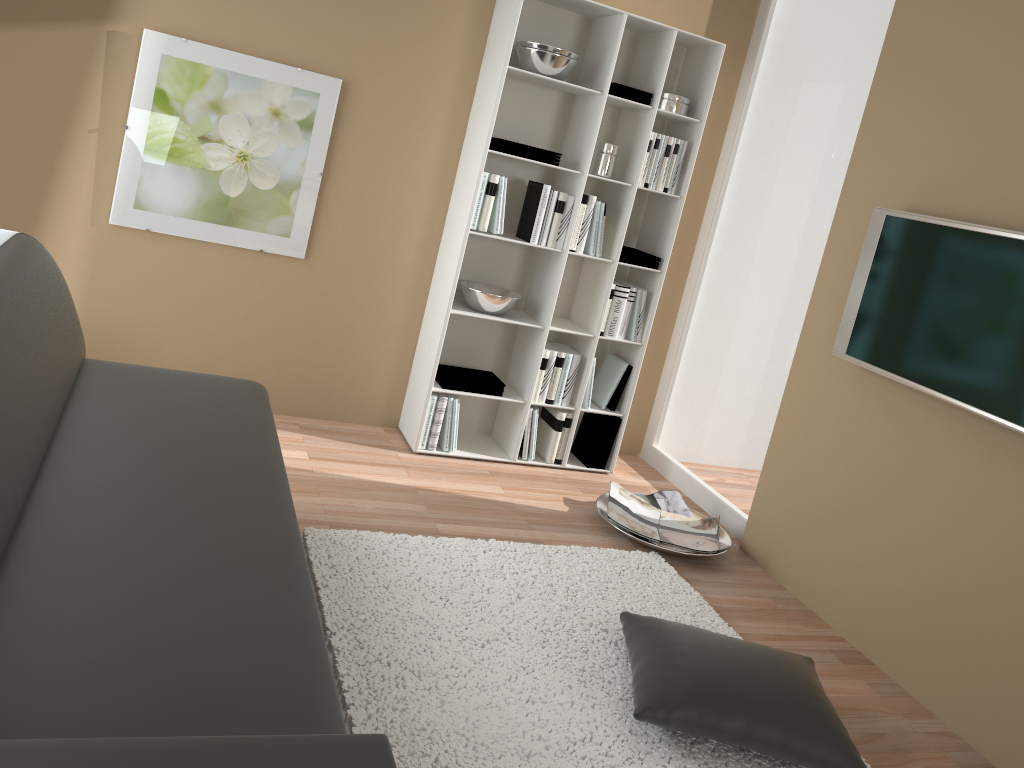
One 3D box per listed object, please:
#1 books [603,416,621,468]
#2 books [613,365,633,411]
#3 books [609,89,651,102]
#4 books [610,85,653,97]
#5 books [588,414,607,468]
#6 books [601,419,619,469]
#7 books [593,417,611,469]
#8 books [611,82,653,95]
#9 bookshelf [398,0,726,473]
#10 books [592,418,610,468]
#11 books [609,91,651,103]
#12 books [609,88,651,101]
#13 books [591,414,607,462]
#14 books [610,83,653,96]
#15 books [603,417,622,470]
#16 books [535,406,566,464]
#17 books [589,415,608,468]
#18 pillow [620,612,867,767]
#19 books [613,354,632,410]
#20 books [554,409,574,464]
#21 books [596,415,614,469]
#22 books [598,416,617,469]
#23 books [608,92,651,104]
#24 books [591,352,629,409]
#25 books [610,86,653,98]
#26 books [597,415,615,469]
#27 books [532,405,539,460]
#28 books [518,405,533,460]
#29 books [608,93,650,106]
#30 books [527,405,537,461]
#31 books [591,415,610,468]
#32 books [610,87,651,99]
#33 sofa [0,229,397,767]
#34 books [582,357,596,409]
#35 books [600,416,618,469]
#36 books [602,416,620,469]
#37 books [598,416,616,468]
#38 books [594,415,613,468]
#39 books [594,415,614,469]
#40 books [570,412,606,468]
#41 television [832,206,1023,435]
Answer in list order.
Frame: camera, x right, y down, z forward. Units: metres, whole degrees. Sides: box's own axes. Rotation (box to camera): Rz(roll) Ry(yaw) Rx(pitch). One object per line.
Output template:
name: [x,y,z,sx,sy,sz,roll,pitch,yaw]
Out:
books: [0.460,0.265,4.449,0.031,0.269,0.225,11,10,-22]
books: [0.517,-0.007,4.444,0.043,0.234,0.216,11,10,-22]
books: [0.490,-1.365,4.154,0.209,0.006,0.306,7,15,-27]
books: [0.498,-1.385,4.154,0.209,0.007,0.306,7,15,-27]
books: [0.384,0.257,4.418,0.031,0.265,0.217,11,10,-22]
books: [0.450,0.266,4.445,0.031,0.264,0.216,11,10,-22]
books: [0.409,0.260,4.429,0.031,0.264,0.216,11,10,-22]
books: [0.499,-1.395,4.148,0.209,0.006,0.306,7,15,-27]
bookshelf: [0.222,-0.690,4.209,1.031,2.108,0.341,10,8,-22]
books: [0.404,0.259,4.427,0.031,0.264,0.216,11,10,-22]
books: [0.487,-1.361,4.158,0.209,0.006,0.306,6,16,-28]
books: [0.491,-1.370,4.153,0.209,0.006,0.306,7,15,-27]
books: [0.388,0.254,4.424,0.031,0.266,0.219,11,10,-22]
books: [0.496,-1.390,4.148,0.209,0.007,0.306,7,15,-27]
books: [0.465,0.268,4.451,0.031,0.264,0.216,11,10,-22]
books: [0.184,0.230,4.331,0.040,0.254,0.213,11,10,-22]
books: [0.393,0.255,4.426,0.031,0.266,0.219,11,10,-22]
pillow: [0.609,0.844,2.453,0.610,0.206,0.593,14,13,3]
books: [0.510,-0.010,4.441,0.043,0.238,0.225,11,11,-22]
books: [0.220,0.234,4.350,0.040,0.254,0.213,11,10,-22]
books: [0.424,0.263,4.435,0.031,0.264,0.216,11,10,-22]
books: [0.438,0.262,4.444,0.031,0.266,0.219,11,10,-22]
books: [0.487,-1.354,4.157,0.209,0.006,0.306,7,15,-27]
books: [0.478,-0.018,4.430,0.084,0.242,0.213,11,10,-22]
books: [0.497,-1.380,4.154,0.209,0.007,0.306,7,15,-27]
books: [0.430,0.263,4.436,0.031,0.265,0.217,11,10,-22]
books: [0.080,0.209,4.308,0.057,0.254,0.213,11,10,-22]
books: [0.044,0.207,4.281,0.059,0.255,0.213,11,10,-22]
books: [0.486,-1.349,4.157,0.209,0.006,0.306,7,15,-27]
books: [0.069,0.214,4.287,0.057,0.254,0.213,11,10,-22]
books: [0.400,0.257,4.423,0.031,0.268,0.222,11,10,-22]
books: [0.491,-1.376,4.153,0.209,0.006,0.306,7,15,-25]
sofa: [-0.934,0.291,1.887,0.944,0.820,2.321,9,14,-22]
books: [0.349,-0.032,4.343,0.059,0.255,0.213,11,10,-22]
books: [0.445,0.264,4.441,0.031,0.268,0.222,11,10,-22]
books: [0.454,0.267,4.447,0.031,0.264,0.216,11,10,-22]
books: [0.434,0.260,4.442,0.031,0.266,0.219,11,10,-22]
books: [0.415,0.258,4.431,0.031,0.269,0.225,11,10,-22]
books: [0.419,0.261,4.433,0.031,0.264,0.216,11,10,-22]
books: [0.379,0.256,4.417,0.031,0.264,0.216,11,10,-22]
television: [1.493,-0.200,2.765,0.054,0.568,1.207,11,13,-22]
